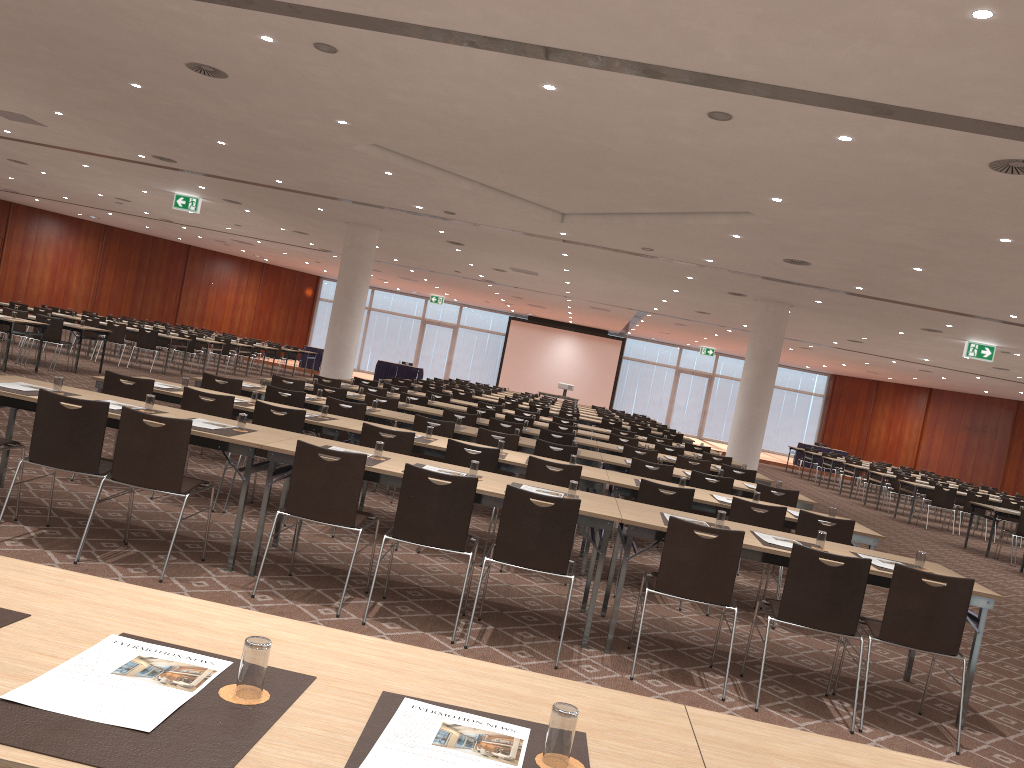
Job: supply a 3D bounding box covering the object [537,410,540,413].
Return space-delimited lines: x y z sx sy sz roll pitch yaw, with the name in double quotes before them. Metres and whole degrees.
"object" 0.470 0.529 15.826 0.054 0.114 0.054 11 1 -7

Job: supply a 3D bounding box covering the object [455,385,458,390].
"object" -1.341 0.077 21.460 0.054 0.114 0.054 10 2 -30

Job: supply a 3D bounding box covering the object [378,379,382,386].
"object" -2.387 -0.032 16.020 0.054 0.114 0.054 11 1 -7

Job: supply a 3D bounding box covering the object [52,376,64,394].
"object" -3.095 0.005 6.044 0.054 0.114 0.054 10 2 -30

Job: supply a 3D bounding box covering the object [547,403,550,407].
"object" 0.882 0.513 21.306 0.054 0.114 0.054 10 2 -30

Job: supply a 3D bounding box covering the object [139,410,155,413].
"object" -2.474 0.186 6.012 0.102 0.001 0.102 10 1 -30

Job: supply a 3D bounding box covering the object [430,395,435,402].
"object" -1.246 0.228 13.935 0.054 0.114 0.054 11 2 15

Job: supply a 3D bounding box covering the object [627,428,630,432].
"object" 2.063 0.842 15.716 0.054 0.114 0.054 11 2 15

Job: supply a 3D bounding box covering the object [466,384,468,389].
"object" -1.196 0.070 23.469 0.054 0.114 0.054 12 2 38

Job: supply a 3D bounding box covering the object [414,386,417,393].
"object" -1.739 0.096 15.980 0.054 0.114 0.054 11 2 15

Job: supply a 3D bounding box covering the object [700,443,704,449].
"object" 3.346 1.094 15.631 0.054 0.114 0.054 11 1 -7

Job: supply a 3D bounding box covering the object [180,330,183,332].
"object" -8.190 -1.268 21.950 0.054 0.114 0.054 10 2 -30

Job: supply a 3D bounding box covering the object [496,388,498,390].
"object" -0.429 0.185 25.421 0.054 0.114 0.054 12 2 38

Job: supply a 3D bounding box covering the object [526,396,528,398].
"object" 0.384 0.380 23.345 0.054 0.114 0.054 12 2 38

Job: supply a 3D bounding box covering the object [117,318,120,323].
"object" -9.778 -1.580 22.056 0.054 0.114 0.054 12 2 38

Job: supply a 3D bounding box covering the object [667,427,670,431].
"object" 3.726 1.072 21.111 0.054 0.114 0.054 10 2 -30

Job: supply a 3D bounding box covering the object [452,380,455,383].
"object" -1.688 -0.062 25.495 0.054 0.114 0.054 10 2 -30

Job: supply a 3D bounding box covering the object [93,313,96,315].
"object" -10.415 -1.705 22.102 0.054 0.114 0.054 12 2 38

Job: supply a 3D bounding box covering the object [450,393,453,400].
"object" -1.099 0.221 15.944 0.054 0.114 0.054 12 2 38

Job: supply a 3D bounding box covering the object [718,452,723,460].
"object" 3.200 1.100 13.627 0.054 0.114 0.054 12 2 38

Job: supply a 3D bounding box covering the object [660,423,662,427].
"object" 3.871 1.065 23.102 0.054 0.114 0.054 10 2 -30

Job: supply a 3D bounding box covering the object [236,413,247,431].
"object" -1.819 0.256 5.971 0.054 0.114 0.054 10 2 -30

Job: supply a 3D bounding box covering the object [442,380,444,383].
"object" -1.838 -0.056 23.501 0.054 0.114 0.054 10 2 -30

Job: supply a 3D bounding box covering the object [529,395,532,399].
"object" 0.530 0.374 25.344 0.054 0.114 0.054 12 2 38

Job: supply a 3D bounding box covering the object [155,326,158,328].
"object" -8.824 -1.392 21.995 0.054 0.114 0.054 10 2 -30

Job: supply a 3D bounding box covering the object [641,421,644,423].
"object" 3.105 0.950 21.159 0.054 0.114 0.054 12 2 38

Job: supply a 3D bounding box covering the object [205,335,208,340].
"object" -7.552 -1.142 21.891 0.054 0.114 0.054 10 2 -30

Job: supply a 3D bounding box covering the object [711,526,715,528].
"object" 1.336 0.934 5.735 0.102 0.001 0.102 10 1 -30

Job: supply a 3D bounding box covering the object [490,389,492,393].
"object" -0.561 0.195 23.415 0.054 0.114 0.054 12 2 38

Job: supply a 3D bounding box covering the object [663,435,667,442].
"object" 2.706 0.968 15.680 0.054 0.114 0.054 12 2 38

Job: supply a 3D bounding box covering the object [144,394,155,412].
"object" -2.458 0.130 6.016 0.054 0.114 0.054 12 2 38

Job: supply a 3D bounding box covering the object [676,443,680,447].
"object" 2.559 0.975 13.670 0.054 0.114 0.054 10 2 -30

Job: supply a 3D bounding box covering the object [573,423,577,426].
"object" 0.972 0.663 13.785 0.054 0.114 0.054 12 2 38

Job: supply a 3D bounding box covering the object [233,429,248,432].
"object" -1.825 0.313 5.958 0.102 0.001 0.102 10 1 -30

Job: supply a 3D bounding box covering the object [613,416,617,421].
"object" 2.461 0.823 21.193 0.054 0.114 0.054 12 2 38

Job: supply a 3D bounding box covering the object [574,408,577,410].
"object" 1.512 0.637 21.266 0.054 0.114 0.054 10 2 -30

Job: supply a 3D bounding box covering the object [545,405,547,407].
"object" 0.738 0.520 19.318 0.054 0.114 0.054 10 2 -30

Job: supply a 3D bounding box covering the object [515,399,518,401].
"object" 0.097 0.394 19.352 0.054 0.114 0.054 10 2 -30

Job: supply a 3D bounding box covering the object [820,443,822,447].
"object" 11.154 2.200 31.975 0.054 0.114 0.054 11 2 15

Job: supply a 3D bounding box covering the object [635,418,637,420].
"object" 3.236 0.940 23.158 0.054 0.114 0.054 12 2 38

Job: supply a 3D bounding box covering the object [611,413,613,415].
"object" 2.614 0.818 23.200 0.054 0.114 0.054 12 2 38

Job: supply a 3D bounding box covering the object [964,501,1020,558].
"object" 9.146 2.718 15.274 2.267 0.833 0.953 11 1 4

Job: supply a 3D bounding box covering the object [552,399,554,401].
"object" 1.154 0.496 25.304 0.054 0.114 0.054 12 2 38

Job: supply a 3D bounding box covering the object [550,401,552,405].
"object" 1.013 0.504 23.298 0.054 0.114 0.054 12 2 38

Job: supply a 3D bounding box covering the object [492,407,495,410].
"object" -0.296 0.414 13.881 0.054 0.114 0.054 12 2 38

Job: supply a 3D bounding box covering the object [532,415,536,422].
"object" 0.336 0.538 13.833 0.054 0.114 0.054 12 2 38

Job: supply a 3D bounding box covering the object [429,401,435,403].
"object" -1.255 0.284 13.936 0.102 0.001 0.102 11 1 -7

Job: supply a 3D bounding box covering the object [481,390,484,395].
"object" -0.719 0.199 21.427 0.054 0.114 0.054 10 2 -30

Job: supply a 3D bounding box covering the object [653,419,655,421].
"object" 4.025 1.060 25.099 0.054 0.114 0.054 10 2 -30

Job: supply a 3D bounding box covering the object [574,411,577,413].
"object" 1.366 0.644 19.270 0.054 0.114 0.054 10 2 -30

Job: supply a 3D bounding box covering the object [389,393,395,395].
"object" -1.898 0.158 13.996 0.102 0.001 0.102 10 1 -30

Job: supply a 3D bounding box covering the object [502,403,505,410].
"object" -0.154 0.407 15.874 0.054 0.114 0.054 11 1 -7

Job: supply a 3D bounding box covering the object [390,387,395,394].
"object" -1.888 0.101 13.991 0.054 0.114 0.054 11 2 15

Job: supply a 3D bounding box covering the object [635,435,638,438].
"object" 1.920 0.849 13.721 0.054 0.114 0.054 10 2 -30

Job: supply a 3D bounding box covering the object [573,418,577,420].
"object" 1.113 0.655 15.778 0.054 0.114 0.054 11 1 -7

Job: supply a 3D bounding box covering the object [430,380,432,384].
"object" -1.980 -0.049 21.517 0.054 0.114 0.054 10 2 -30

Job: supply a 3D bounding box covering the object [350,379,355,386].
"object" -2.526 -0.024 14.040 0.054 0.114 0.054 12 2 38
